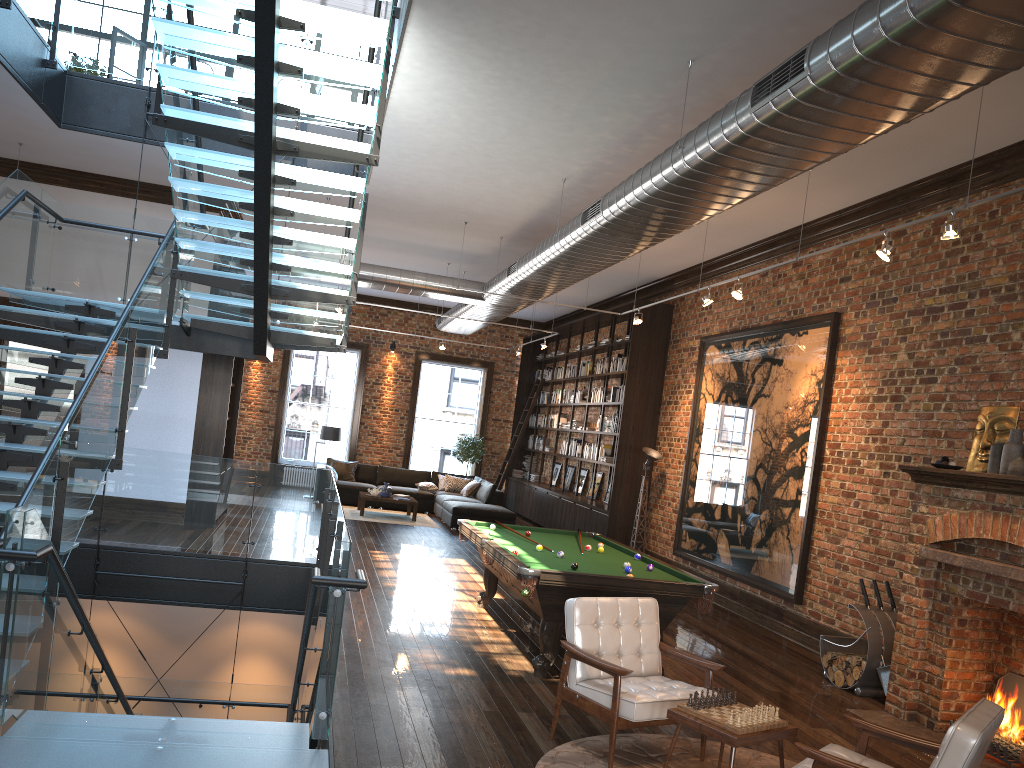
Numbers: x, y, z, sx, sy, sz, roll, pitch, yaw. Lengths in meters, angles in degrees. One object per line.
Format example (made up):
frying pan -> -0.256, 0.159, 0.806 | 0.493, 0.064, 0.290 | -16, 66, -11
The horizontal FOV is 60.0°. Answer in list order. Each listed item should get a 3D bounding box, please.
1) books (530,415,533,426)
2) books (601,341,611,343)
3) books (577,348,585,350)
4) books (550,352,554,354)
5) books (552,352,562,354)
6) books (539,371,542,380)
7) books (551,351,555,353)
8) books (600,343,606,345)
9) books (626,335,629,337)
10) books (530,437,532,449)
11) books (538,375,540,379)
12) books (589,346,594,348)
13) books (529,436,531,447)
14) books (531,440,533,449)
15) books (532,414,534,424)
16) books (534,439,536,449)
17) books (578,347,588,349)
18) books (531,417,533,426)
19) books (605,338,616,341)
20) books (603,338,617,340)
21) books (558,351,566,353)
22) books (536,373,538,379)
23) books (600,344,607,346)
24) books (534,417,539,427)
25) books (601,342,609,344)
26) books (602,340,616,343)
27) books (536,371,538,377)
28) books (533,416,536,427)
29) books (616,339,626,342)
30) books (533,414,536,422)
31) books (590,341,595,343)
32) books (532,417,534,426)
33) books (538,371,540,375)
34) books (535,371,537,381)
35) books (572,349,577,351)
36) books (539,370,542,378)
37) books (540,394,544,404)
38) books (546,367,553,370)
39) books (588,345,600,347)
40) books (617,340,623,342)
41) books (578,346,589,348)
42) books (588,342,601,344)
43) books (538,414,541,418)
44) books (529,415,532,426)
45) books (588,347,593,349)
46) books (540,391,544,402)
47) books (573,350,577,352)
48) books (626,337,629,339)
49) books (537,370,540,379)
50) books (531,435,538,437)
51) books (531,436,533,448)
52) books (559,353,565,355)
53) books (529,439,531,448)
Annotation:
books -> 0.528, 0.854, 20.438 | 0.189, 0.273, 0.013 | 7, 2, -13
books -> 1.724, -0.731, 15.836 | 0.217, 0.020, 0.234 | 8, -3, -15
books -> 1.409, -0.664, 17.248 | 0.219, 0.016, 0.366 | 8, -3, -11
books -> 0.965, -0.666, 19.420 | 0.163, 0.017, 0.379 | 8, -3, -11
books -> 1.017, -0.656, 19.031 | 0.217, 0.018, 0.375 | 8, -3, -14
books -> 0.718, -0.156, 20.069 | 0.191, 0.263, 0.065 | 7, 1, -13
books -> 0.962, -0.686, 19.418 | 0.165, 0.022, 0.256 | 8, -3, -9
books -> 1.715, -0.694, 15.836 | 0.228, 0.015, 0.274 | 8, -3, -14
books -> 2.021, -0.782, 14.493 | 0.203, 0.015, 0.360 | 8, -3, -17
books -> 0.510, 1.358, 20.345 | 0.177, 0.266, 0.026 | 7, 2, -13
books -> 0.683, -0.112, 20.245 | 0.182, 0.187, 0.032 | 7, 1, -13
books -> 1.566, -0.673, 16.536 | 0.214, 0.014, 0.281 | 8, -3, -11
books -> 0.488, 1.349, 20.485 | 0.181, 0.294, 0.050 | 7, 1, -13
books -> 0.540, 1.384, 20.174 | 0.168, 0.202, 0.034 | 7, 1, -13
books -> 0.555, 0.849, 20.375 | 0.171, 0.282, 0.027 | 7, 2, -13
books -> 0.586, 1.357, 19.961 | 0.188, 0.244, 0.026 | 7, 2, -13
books -> 1.428, -0.690, 17.251 | 0.187, 0.011, 0.379 | 8, -3, -11
books -> 0.539, 0.877, 20.427 | 0.179, 0.228, 0.016 | 7, 2, -13
books -> 1.745, -0.780, 15.838 | 0.168, 0.015, 0.369 | 8, -3, -8
books -> 1.747, -0.796, 15.838 | 0.189, 0.017, 0.275 | 8, -3, -10
books -> 1.047, -0.672, 19.037 | 0.156, 0.022, 0.326 | 8, -3, -9
books -> 0.651, -0.124, 20.392 | 0.188, 0.219, 0.016 | 7, 2, -13
books -> 1.720, -0.681, 15.838 | 0.217, 0.010, 0.341 | 8, -3, -13
books -> 0.607, 0.874, 20.073 | 0.187, 0.212, 0.035 | 7, 1, -13
books -> 1.724, -0.717, 15.837 | 0.206, 0.009, 0.333 | 8, -3, -10
books -> 1.744, -0.756, 15.839 | 0.170, 0.034, 0.285 | 8, -3, -17
books -> 0.645, -0.148, 20.431 | 0.179, 0.270, 0.012 | 7, 2, -13
books -> 0.584, 0.863, 20.149 | 0.189, 0.237, 0.025 | 7, 2, -13
books -> 1.905, -0.721, 14.933 | 0.220, 0.019, 0.328 | 8, -3, -10
books -> 0.579, 0.835, 20.208 | 0.187, 0.298, 0.016 | 7, 2, -13
books -> 1.591, -0.768, 16.536 | 0.193, 0.009, 0.305 | 8, -3, -11
books -> 0.562, 0.878, 20.324 | 0.181, 0.221, 0.012 | 7, 2, -13
books -> 0.680, -0.152, 20.274 | 0.177, 0.270, 0.029 | 7, 2, -13
books -> 0.633, -0.150, 20.469 | 0.187, 0.275, 0.015 | 7, 2, -13
books -> 1.331, -0.662, 17.635 | 0.192, 0.013, 0.314 | 8, -3, -16
books -> 0.719, -0.162, 20.142 | 0.189, 0.284, 0.032 | 7, 2, -13
books -> 0.739, 0.355, 19.745 | 0.191, 0.229, 0.034 | 7, 1, -13
books -> 0.831, -0.203, 19.662 | 0.168, 0.338, 0.016 | 7, 2, -13
books -> 1.571, -0.695, 16.536 | 0.194, 0.030, 0.312 | 8, -3, -17
books -> 1.903, -0.706, 14.934 | 0.214, 0.012, 0.251 | 8, -3, -8
books -> 1.424, -0.701, 17.249 | 0.204, 0.011, 0.308 | 8, -3, -12
books -> 1.576, -0.749, 16.534 | 0.205, 0.017, 0.359 | 8, -3, -15
books -> 0.620, 0.833, 20.099 | 0.179, 0.299, 0.015 | 7, 2, -13
books -> 0.498, 0.862, 20.543 | 0.187, 0.261, 0.014 | 7, 2, -13
books -> 1.552, -0.653, 16.535 | 0.228, 0.011, 0.372 | 8, -3, -10
books -> 0.736, 0.321, 19.804 | 0.189, 0.304, 0.014 | 7, 2, -13
books -> 1.335, -0.638, 17.637 | 0.198, 0.014, 0.261 | 8, -3, -12
books -> 2.016, -0.753, 14.493 | 0.230, 0.018, 0.314 | 8, -3, -11
books -> 0.673, -0.159, 20.323 | 0.175, 0.286, 0.016 | 7, 2, -13
books -> 0.506, 1.336, 20.428 | 0.158, 0.319, 0.012 | 7, 2, -13
books -> 0.539, 1.337, 20.222 | 0.184, 0.301, 0.015 | 7, 2, -13
books -> 1.129, -0.607, 18.505 | 0.206, 0.018, 0.323 | 8, -3, -15
books -> 0.499, 1.360, 20.364 | 0.174, 0.262, 0.015 | 7, 2, -13
